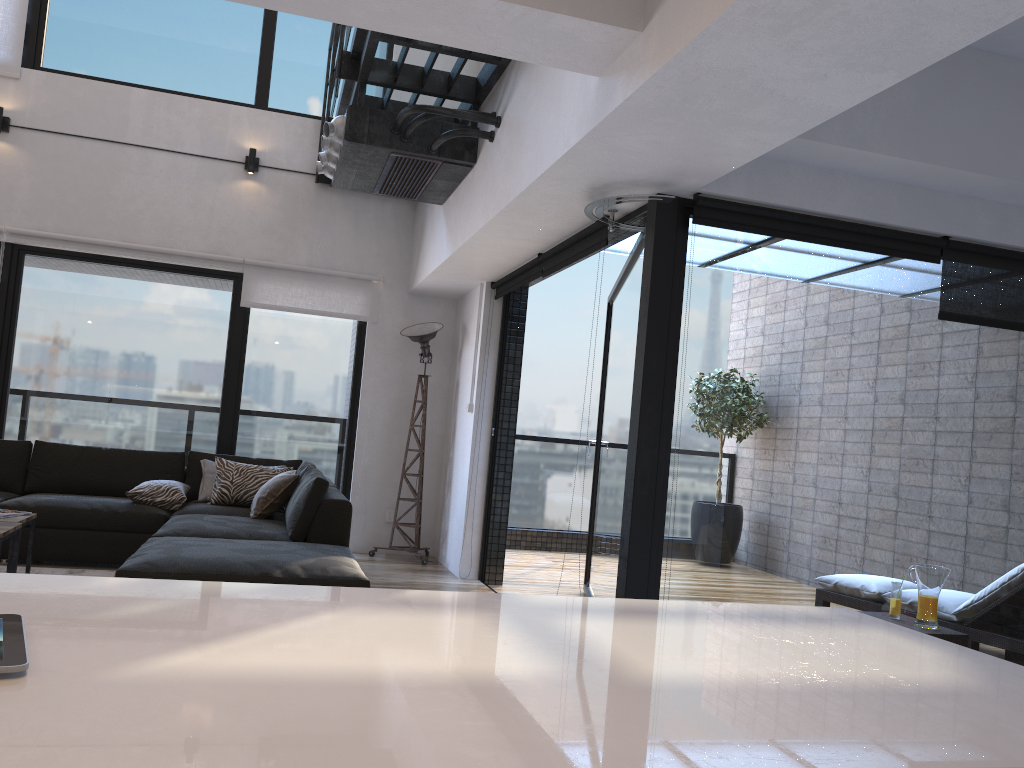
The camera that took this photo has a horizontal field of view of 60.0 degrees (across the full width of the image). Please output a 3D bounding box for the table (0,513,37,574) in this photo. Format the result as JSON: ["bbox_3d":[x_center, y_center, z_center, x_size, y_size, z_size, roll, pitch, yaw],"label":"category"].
[{"bbox_3d":[-2.687,0.816,4.049,0.697,0.350,1.299,6,-4,-15],"label":"table"}]

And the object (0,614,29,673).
[{"bbox_3d":[-0.610,0.272,0.919,0.188,0.013,0.240,7,-4,-30],"label":"object"}]

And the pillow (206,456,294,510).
[{"bbox_3d":[-1.730,0.662,5.901,0.532,0.314,0.250,6,-3,-11],"label":"pillow"}]

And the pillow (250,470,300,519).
[{"bbox_3d":[-1.484,0.692,5.546,0.273,0.309,0.547,6,-3,-16],"label":"pillow"}]

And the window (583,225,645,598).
[{"bbox_3d":[0.553,0.330,4.992,0.100,2.049,2.450,5,-3,2],"label":"window"}]

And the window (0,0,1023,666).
[{"bbox_3d":[-3.264,-1.618,4.585,13.402,5.563,5.665,6,-3,-15],"label":"window"}]

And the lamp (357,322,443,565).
[{"bbox_3d":[-1.102,0.375,6.470,1.469,1.826,0.425,7,-3,-30],"label":"lamp"}]

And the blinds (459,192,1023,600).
[{"bbox_3d":[0.994,0.317,4.400,3.859,2.050,1.831,3,-4,29],"label":"blinds"}]

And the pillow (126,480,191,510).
[{"bbox_3d":[-2.276,0.710,5.723,0.356,0.177,0.531,6,-4,-17],"label":"pillow"}]

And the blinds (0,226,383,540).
[{"bbox_3d":[-3.620,-0.089,6.169,5.371,2.042,0.096,6,-3,-15],"label":"blinds"}]

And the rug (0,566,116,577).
[{"bbox_3d":[-2.687,0.990,4.006,1.637,0.003,2.114,6,-4,-15],"label":"rug"}]

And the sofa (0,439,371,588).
[{"bbox_3d":[-2.428,0.709,4.740,3.045,0.700,3.000,6,-4,-15],"label":"sofa"}]

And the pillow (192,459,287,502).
[{"bbox_3d":[-1.835,0.684,6.033,0.612,0.294,0.235,6,-3,-14],"label":"pillow"}]

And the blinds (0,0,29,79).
[{"bbox_3d":[-5.466,-3.180,4.771,10.213,2.973,1.995,8,-4,-37],"label":"blinds"}]

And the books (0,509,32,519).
[{"bbox_3d":[-2.663,0.669,4.584,0.228,0.013,0.295,5,-4,6],"label":"books"}]
